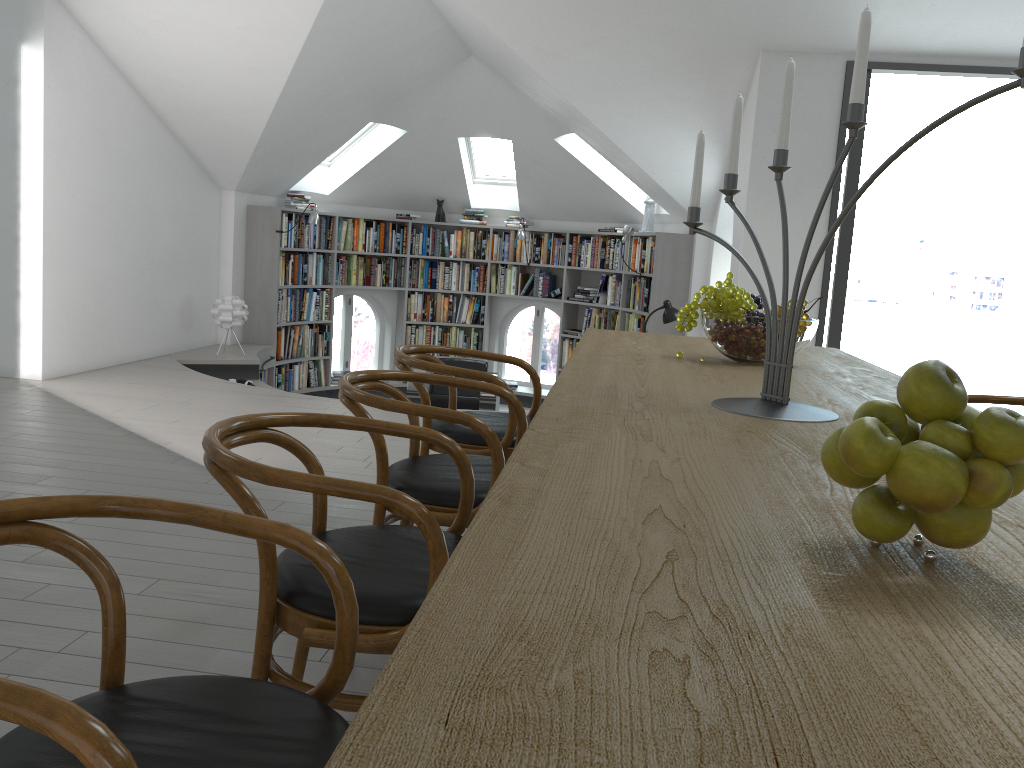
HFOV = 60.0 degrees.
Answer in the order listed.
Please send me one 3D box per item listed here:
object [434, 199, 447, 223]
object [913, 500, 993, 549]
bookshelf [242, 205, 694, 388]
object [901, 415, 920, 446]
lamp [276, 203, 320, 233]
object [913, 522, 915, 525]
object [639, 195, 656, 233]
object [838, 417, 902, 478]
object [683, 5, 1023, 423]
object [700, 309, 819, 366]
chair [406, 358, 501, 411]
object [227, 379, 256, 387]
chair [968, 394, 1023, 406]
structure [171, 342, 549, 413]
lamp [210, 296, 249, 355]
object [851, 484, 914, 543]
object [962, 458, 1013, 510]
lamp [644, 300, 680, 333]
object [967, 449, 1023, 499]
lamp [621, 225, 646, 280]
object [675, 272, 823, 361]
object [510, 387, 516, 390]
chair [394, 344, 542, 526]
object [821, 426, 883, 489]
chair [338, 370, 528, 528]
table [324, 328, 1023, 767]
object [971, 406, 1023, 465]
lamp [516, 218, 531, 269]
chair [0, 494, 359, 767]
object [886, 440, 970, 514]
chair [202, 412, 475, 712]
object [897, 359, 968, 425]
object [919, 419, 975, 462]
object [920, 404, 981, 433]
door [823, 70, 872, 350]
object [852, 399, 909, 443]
[{"bbox_3d":[-0.814,-1.996,10.242,0.147,0.264,0.202,4,8,4],"label":"object"},{"bbox_3d":[0.480,0.140,0.967,0.080,0.073,0.078,-2,10,-38],"label":"object"},{"bbox_3d":[-0.390,-0.787,9.582,4.334,1.874,2.116,5,8,7],"label":"bookshelf"},{"bbox_3d":[0.446,0.062,1.051,0.071,0.063,0.072,4,8,0],"label":"object"},{"bbox_3d":[-2.094,-1.629,8.702,0.414,0.311,0.117,5,7,4],"label":"lamp"},{"bbox_3d":[0.447,0.144,1.028,0.050,0.050,0.051,5,8,11],"label":"object"},{"bbox_3d":[1.386,-1.750,8.931,0.179,0.471,0.179,6,7,16],"label":"object"},{"bbox_3d":[0.378,0.067,0.936,0.063,0.063,0.062,-1,9,-30],"label":"object"},{"bbox_3d":[0.619,-0.361,1.793,0.265,0.872,0.778,2,8,-19],"label":"object"},{"bbox_3d":[0.769,-0.140,2.790,0.360,0.159,0.361,2,9,-13],"label":"object"},{"bbox_3d":[-0.540,0.148,8.411,0.823,0.717,0.744,4,8,2],"label":"chair"},{"bbox_3d":[-2.244,0.011,7.299,0.218,0.082,0.475,-1,10,-30],"label":"object"},{"bbox_3d":[1.546,0.409,2.937,0.621,0.732,0.529,5,8,7],"label":"chair"},{"bbox_3d":[-0.623,0.162,8.316,4.711,0.691,4.725,-3,11,-38],"label":"structure"},{"bbox_3d":[-2.520,-0.522,7.902,0.305,0.523,0.307,3,7,-4],"label":"lamp"},{"bbox_3d":[0.406,0.142,0.971,0.063,0.063,0.064,7,8,18],"label":"object"},{"bbox_3d":[0.484,0.103,0.912,0.051,0.053,0.053,4,8,-1],"label":"object"},{"bbox_3d":[1.324,-0.415,7.819,0.323,0.658,0.234,7,8,22],"label":"lamp"},{"bbox_3d":[0.523,0.094,0.956,0.062,0.059,0.062,6,8,11],"label":"object"},{"bbox_3d":[1.206,-1.291,8.696,0.275,0.523,0.113,4,7,-2],"label":"lamp"},{"bbox_3d":[0.750,-0.207,2.800,0.394,0.283,0.293,0,9,-29],"label":"object"},{"bbox_3d":[-0.073,0.031,10.497,0.227,0.036,0.214,8,9,23],"label":"object"},{"bbox_3d":[-0.135,0.252,3.194,0.621,0.732,0.529,5,8,10],"label":"chair"},{"bbox_3d":[0.393,0.084,1.019,0.071,0.072,0.071,0,9,-28],"label":"object"},{"bbox_3d":[-0.189,0.358,2.473,0.621,0.732,0.529,5,8,7],"label":"chair"},{"bbox_3d":[0.572,0.438,2.059,1.019,0.796,3.361,5,9,7],"label":"table"},{"bbox_3d":[0.510,0.054,0.920,0.062,0.059,0.062,5,8,8],"label":"object"},{"bbox_3d":[0.131,-1.576,9.950,0.113,0.564,0.358,6,8,14],"label":"lamp"},{"bbox_3d":[-0.461,0.553,1.054,0.621,0.732,0.529,5,8,10],"label":"chair"},{"bbox_3d":[0.430,0.096,0.918,0.076,0.076,0.077,0,9,-26],"label":"object"},{"bbox_3d":[-0.299,0.458,1.758,0.621,0.732,0.529,4,7,2],"label":"chair"},{"bbox_3d":[0.464,0.010,0.979,0.072,0.074,0.073,5,8,7],"label":"object"},{"bbox_3d":[0.464,0.063,0.946,0.053,0.050,0.053,1,8,-22],"label":"object"},{"bbox_3d":[0.505,0.056,1.007,0.066,0.071,0.073,1,8,-24],"label":"object"},{"bbox_3d":[2.181,-0.866,6.165,0.080,2.338,1.055,5,7,7],"label":"door"},{"bbox_3d":[0.408,0.045,0.983,0.058,0.057,0.053,7,8,21],"label":"object"}]
